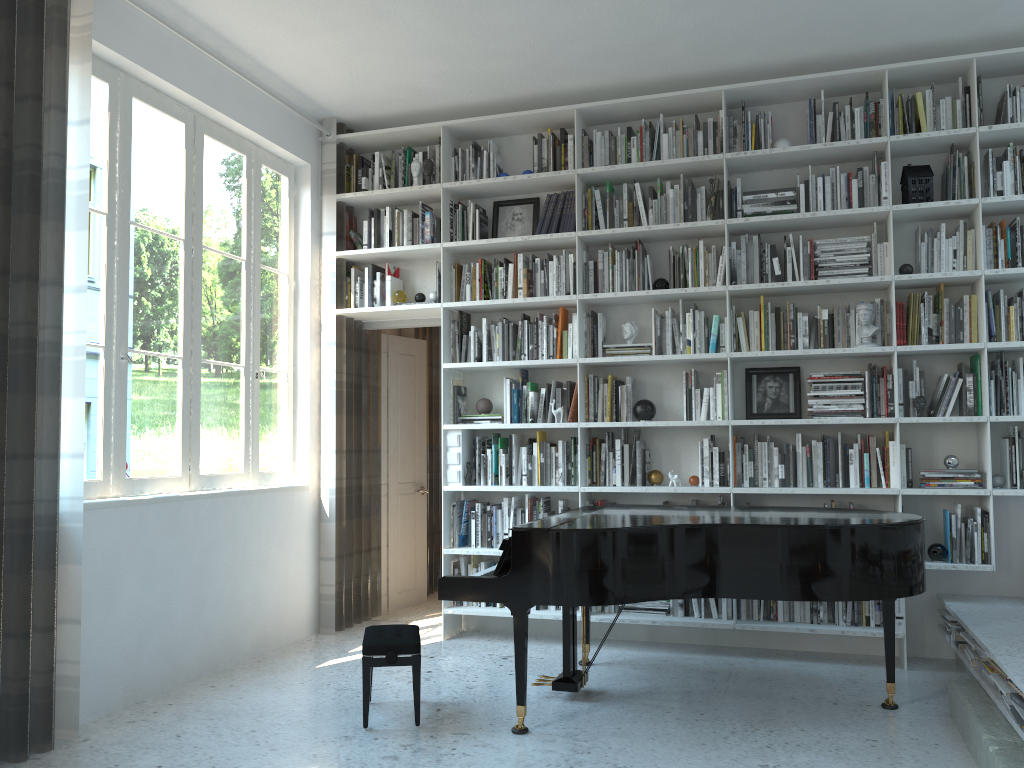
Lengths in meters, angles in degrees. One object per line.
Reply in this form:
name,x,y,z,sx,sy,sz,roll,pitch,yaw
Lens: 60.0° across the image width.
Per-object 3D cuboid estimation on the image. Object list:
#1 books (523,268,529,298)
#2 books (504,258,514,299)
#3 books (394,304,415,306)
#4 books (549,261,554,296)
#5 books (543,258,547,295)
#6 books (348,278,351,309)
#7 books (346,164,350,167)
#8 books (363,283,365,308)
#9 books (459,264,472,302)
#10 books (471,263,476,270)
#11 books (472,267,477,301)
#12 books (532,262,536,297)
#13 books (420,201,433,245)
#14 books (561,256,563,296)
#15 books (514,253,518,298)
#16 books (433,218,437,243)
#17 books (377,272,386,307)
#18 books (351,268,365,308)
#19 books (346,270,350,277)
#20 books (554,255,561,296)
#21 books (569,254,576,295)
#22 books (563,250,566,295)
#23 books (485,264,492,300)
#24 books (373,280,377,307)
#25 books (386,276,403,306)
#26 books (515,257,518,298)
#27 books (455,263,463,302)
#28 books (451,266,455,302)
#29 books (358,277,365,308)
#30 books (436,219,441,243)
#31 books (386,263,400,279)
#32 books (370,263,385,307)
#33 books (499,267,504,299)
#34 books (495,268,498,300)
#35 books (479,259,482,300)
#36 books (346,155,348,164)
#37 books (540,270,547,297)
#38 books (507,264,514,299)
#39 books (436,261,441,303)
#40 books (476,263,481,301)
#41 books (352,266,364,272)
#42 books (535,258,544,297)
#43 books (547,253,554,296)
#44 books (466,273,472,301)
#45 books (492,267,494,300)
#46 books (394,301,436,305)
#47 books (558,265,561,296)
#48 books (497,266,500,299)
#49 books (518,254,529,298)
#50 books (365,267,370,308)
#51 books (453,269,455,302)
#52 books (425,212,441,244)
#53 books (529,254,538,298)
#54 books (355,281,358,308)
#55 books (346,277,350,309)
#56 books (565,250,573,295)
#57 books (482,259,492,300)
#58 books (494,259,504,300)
books,0.106,-0.589,5.388,0.029,0.195,0.192,-2,-4,18
books,-0.017,-0.623,5.450,0.014,0.272,0.180,-1,-4,18
books,-0.586,-0.487,5.630,0.285,0.012,0.159,-1,-4,15
books,0.259,-0.611,5.351,0.030,0.230,0.172,-1,-4,18
books,0.224,-0.623,5.387,0.035,0.260,0.131,-1,-4,18
books,-1.024,-0.567,5.766,0.013,0.222,0.162,-1,-4,18
books,-1.052,-1.307,5.835,0.011,0.241,0.151,-1,-4,18
books,-0.925,-0.550,5.760,0.029,0.185,0.135,-2,-4,18
books,-0.278,-0.607,5.543,0.062,0.258,0.153,-2,-4,18
books,-0.221,-0.611,5.517,0.010,0.262,0.151,-1,-4,18
books,-0.203,-0.596,5.506,0.030,0.229,0.172,-1,-4,18
books,0.155,-0.608,5.390,0.013,0.232,0.171,-1,-4,18
books,-0.544,-0.988,5.633,0.012,0.303,0.189,-1,-4,18
books,0.326,-0.629,5.353,0.024,0.265,0.155,-1,-4,18
books,0.043,-0.639,5.439,0.014,0.303,0.151,-1,-4,18
books,-0.460,-0.936,5.626,0.029,0.195,0.146,-2,-4,18
books,-0.815,-0.582,5.681,0.021,0.236,0.189,-1,-4,18
books,-0.995,-0.598,5.759,0.023,0.281,0.170,-1,-4,18
books,-1.052,-0.592,5.764,0.011,0.272,0.188,-1,-4,18
books,0.284,-0.628,5.344,0.022,0.263,0.174,-1,-4,18
books,0.380,-0.631,5.316,0.035,0.263,0.178,-1,-4,18
books,0.334,-0.643,5.321,0.012,0.290,0.182,-1,-4,18
books,-0.121,-0.607,5.490,0.047,0.249,0.134,-2,-4,18
books,-0.841,-0.558,5.707,0.024,0.193,0.181,-1,-4,18
books,-0.749,-0.571,5.667,0.029,0.211,0.187,-2,-4,18
books,0.055,-0.625,5.415,0.023,0.271,0.187,-1,-4,18
books,-0.318,-0.609,5.539,0.012,0.263,0.180,-1,-4,18
books,-0.345,-0.603,5.566,0.012,0.254,0.161,-1,-4,18
books,-0.952,-0.569,5.743,0.010,0.220,0.181,-1,-4,18
books,-0.438,-0.933,5.604,0.026,0.187,0.154,-1,-4,18
books,-0.765,-0.613,5.689,0.013,0.298,0.179,-1,-4,18
books,-0.863,-0.611,5.703,0.013,0.297,0.187,-1,-4,18
books,-0.040,-0.595,5.451,0.031,0.217,0.173,-2,-4,18
books,-0.072,-0.594,5.461,0.014,0.218,0.164,-1,-4,18
books,-0.165,-0.622,5.498,0.020,0.280,0.164,-1,-4,18
books,-1.068,-1.340,5.829,0.012,0.307,0.180,-1,-4,18
books,0.202,-0.585,5.387,0.022,0.186,0.136,-1,-4,18
books,0.013,-0.606,5.444,0.047,0.238,0.162,-2,-4,18
books,-0.440,-0.616,5.584,0.012,0.285,0.159,-1,-4,18
books,-0.182,-0.608,5.498,0.014,0.252,0.187,-1,-4,18
books,-1.005,-0.606,5.786,0.013,0.302,0.135,-1,-4,18
books,0.179,-0.622,5.398,0.029,0.260,0.157,-1,-4,18
books,0.240,-0.635,5.363,0.012,0.280,0.188,-1,-4,18
books,-0.243,-0.578,5.505,0.026,0.195,0.175,-1,-4,18
books,-0.091,-0.598,5.485,0.012,0.230,0.149,-1,-4,18
books,-0.585,-0.499,5.633,0.285,0.012,0.159,-2,-4,20
books,0.305,-0.599,5.349,0.013,0.206,0.172,-1,-4,18
books,-0.058,-0.599,5.464,0.011,0.229,0.170,-1,-4,18
books,0.079,-0.633,5.403,0.030,0.285,0.185,-1,-4,18
books,-0.906,-0.600,5.739,0.022,0.281,0.156,-1,-4,18
books,-0.331,-0.593,5.552,0.022,0.232,0.151,-1,-4,18
books,-0.496,-0.953,5.609,0.029,0.229,0.191,-1,-4,18
books,0.140,-0.633,5.408,0.025,0.286,0.161,-1,-4,18
books,-0.967,-0.556,5.756,0.029,0.197,0.160,-2,-4,18
books,-1.037,-0.570,5.770,0.013,0.228,0.179,-1,-4,18
books,0.354,-0.642,5.328,0.022,0.289,0.169,-1,-4,18
books,-0.154,-0.622,5.483,0.011,0.277,0.164,-1,-4,18
books,-0.081,-0.622,5.478,0.012,0.277,0.150,-1,-4,18
